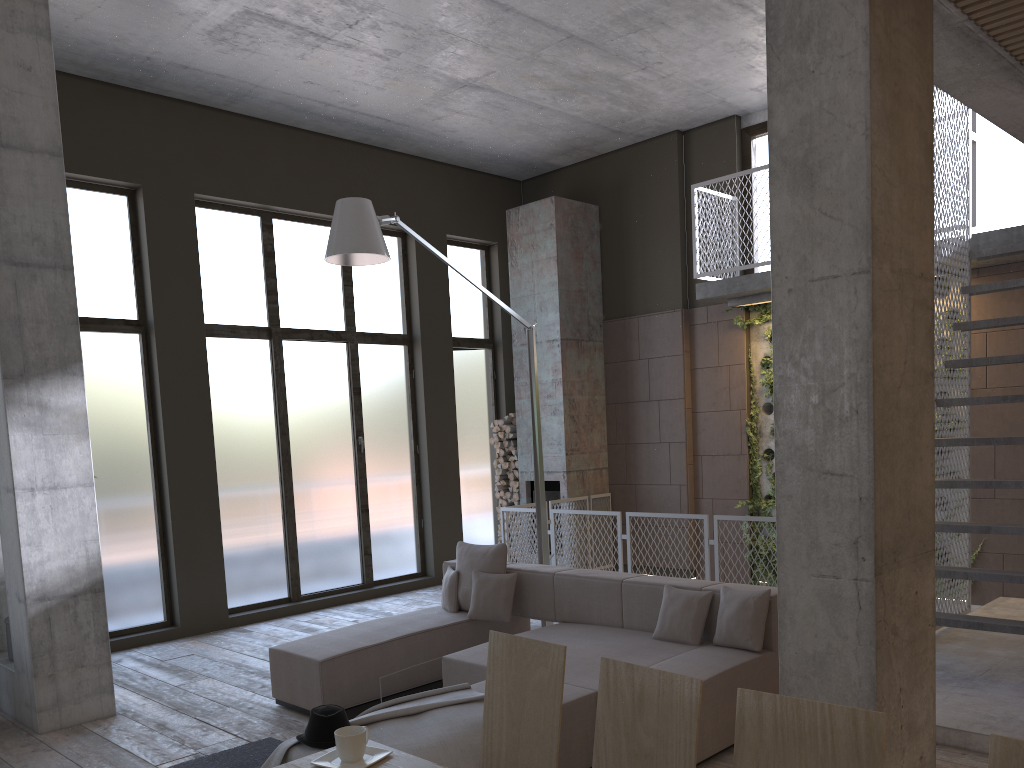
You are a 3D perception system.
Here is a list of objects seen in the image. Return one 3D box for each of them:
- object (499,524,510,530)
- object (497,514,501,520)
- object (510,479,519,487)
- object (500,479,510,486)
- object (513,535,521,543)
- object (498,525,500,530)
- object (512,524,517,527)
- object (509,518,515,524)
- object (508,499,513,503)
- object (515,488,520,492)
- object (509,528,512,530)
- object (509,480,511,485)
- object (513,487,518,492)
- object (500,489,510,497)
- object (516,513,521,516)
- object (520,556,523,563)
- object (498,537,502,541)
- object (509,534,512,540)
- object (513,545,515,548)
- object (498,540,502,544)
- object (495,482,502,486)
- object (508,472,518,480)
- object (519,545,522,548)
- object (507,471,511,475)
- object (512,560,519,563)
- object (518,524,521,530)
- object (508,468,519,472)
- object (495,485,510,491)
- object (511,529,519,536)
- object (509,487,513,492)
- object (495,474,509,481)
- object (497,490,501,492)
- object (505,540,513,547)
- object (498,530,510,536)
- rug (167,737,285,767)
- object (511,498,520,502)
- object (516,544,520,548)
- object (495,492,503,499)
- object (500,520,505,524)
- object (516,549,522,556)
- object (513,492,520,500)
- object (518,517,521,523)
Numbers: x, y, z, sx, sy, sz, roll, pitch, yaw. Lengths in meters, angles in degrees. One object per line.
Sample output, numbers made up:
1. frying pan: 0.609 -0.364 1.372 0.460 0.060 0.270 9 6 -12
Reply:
1. object: 0.039 1.847 11.459 0.093 0.084 0.477 -2 -2 44
2. object: -0.013 1.729 11.585 0.079 0.108 0.434 0 0 45
3. object: 0.158 1.272 11.330 0.434 0.094 0.092 0 -1 -44
4. object: 0.042 1.282 11.468 0.432 0.080 0.115 0 -2 -44
5. object: 0.194 1.991 11.399 0.434 0.094 0.092 0 -1 -44
6. object: -0.013 1.862 11.515 0.067 0.068 0.420 -2 -1 44
7. object: 0.134 1.818 11.371 0.330 0.057 0.089 0 -2 -44
8. object: 0.099 1.768 11.422 0.115 0.080 0.432 -3 -2 44
9. object: 0.086 1.498 11.408 0.064 0.075 0.357 -1 -1 43
10. object: 0.148 1.348 11.192 0.063 0.048 0.249 -3 -2 44
11. object: 0.111 1.862 11.436 0.357 0.075 0.064 0 0 -43
12. object: 0.121 1.262 11.402 0.360 0.087 0.101 0 -1 -44
13. object: 0.189 1.347 11.303 0.420 0.068 0.067 0 -1 -44
14. object: 0.032 1.410 11.488 0.452 0.090 0.091 0 -1 -44
15. object: 0.246 1.652 11.321 0.115 0.080 0.432 -3 -2 44
16. object: 0.253 2.247 11.317 0.361 0.126 0.064 -1 1 -43
17. object: -0.018 2.024 11.580 0.122 0.068 0.361 -4 -3 44
18. object: 0.077 2.002 11.536 0.432 0.080 0.115 0 -2 -44
19. object: 0.167 2.075 11.428 0.420 0.068 0.067 0 -1 -44
20. object: -0.013 2.059 11.480 0.420 0.073 0.071 0 -1 -44
21. object: -0.053 1.304 11.512 0.122 0.068 0.361 -4 -3 44
22. object: 0.085 1.173 11.285 0.098 0.108 0.292 -1 0 44
23. object: 0.184 2.068 11.260 0.063 0.048 0.249 -3 -2 44
24. object: 0.076 1.142 11.368 0.357 0.075 0.064 0 0 -43
25. object: 0.151 2.340 11.527 0.101 0.087 0.360 -2 -2 44
26. object: 0.233 1.843 11.279 0.361 0.126 0.064 -1 1 -43
27. object: 0.099 1.098 11.303 0.330 0.057 0.089 0 -2 -44
28. object: -0.049 1.339 11.412 0.420 0.073 0.071 0 -1 -44
29. object: 0.120 1.893 11.353 0.098 0.108 0.292 -1 0 44
30. object: 0.131 1.355 11.360 0.420 0.068 0.067 0 -1 -44
31. object: -0.024 1.213 11.467 0.452 0.090 0.091 0 -1 -43
32. object: -0.031 1.377 11.517 0.422 0.086 0.066 0 0 -43
33. object: 0.111 2.070 11.479 0.477 0.084 0.093 0 -1 -44
34. object: 0.012 1.932 11.535 0.452 0.090 0.091 0 -1 -43
35. rug: -2.120 2.152 4.031 2.901 0.049 1.164 0 -4 -45
36. object: 0.155 1.477 11.332 0.361 0.068 0.122 0 -3 -44
37. object: 0.224 2.067 11.371 0.420 0.068 0.067 0 -1 -44
38. object: -0.031 1.446 11.550 0.434 0.093 0.091 0 -1 -44
39. object: -0.009 1.831 11.611 0.070 0.119 0.362 0 1 45
40. object: 0.183 2.144 11.273 0.101 0.103 0.291 -2 -1 44
41. object: 0.147 1.424 11.205 0.101 0.103 0.291 -2 -1 44
42. object: 0.238 1.732 11.307 0.477 0.084 0.093 0 -1 -44
